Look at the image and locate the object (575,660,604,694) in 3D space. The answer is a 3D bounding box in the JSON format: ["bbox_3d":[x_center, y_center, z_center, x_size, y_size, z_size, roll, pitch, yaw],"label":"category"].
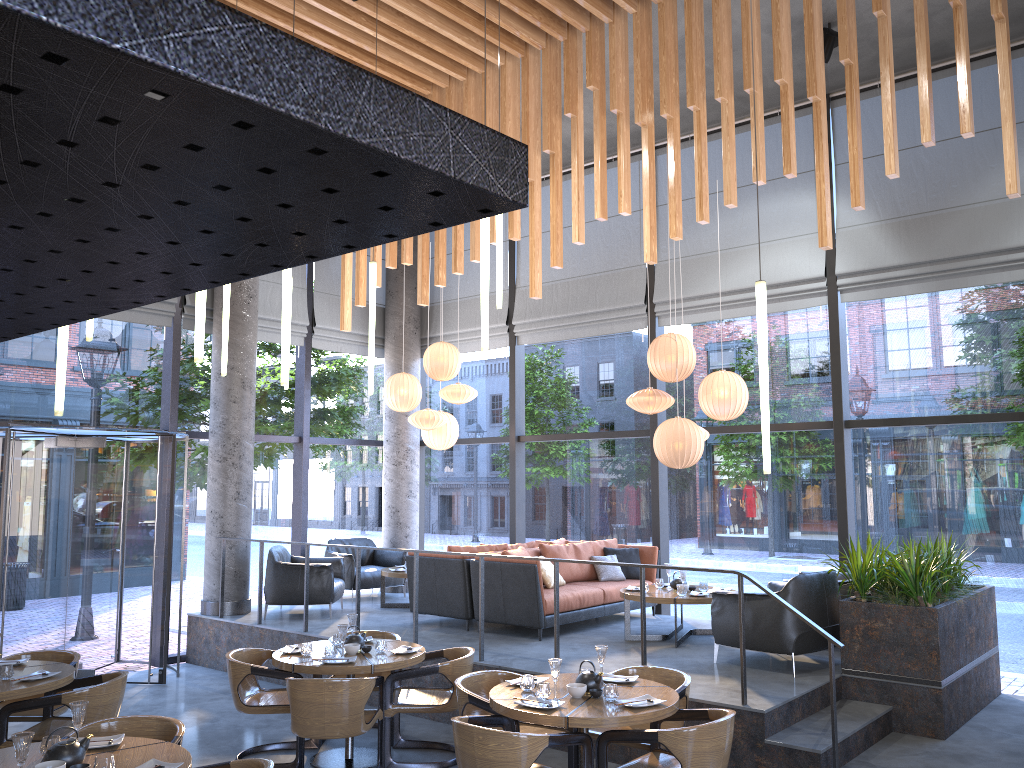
[{"bbox_3d":[0.452,1.709,5.186,0.163,0.179,0.168,-1,-6,4],"label":"object"}]

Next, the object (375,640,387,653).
[{"bbox_3d":[-0.945,1.898,6.405,0.086,0.086,0.086,6,-9,-42],"label":"object"}]

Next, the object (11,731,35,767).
[{"bbox_3d":[-1.938,1.499,3.501,0.082,0.227,0.082,4,-7,-30],"label":"object"}]

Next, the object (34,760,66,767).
[{"bbox_3d":[-1.898,1.597,3.643,0.116,0.065,0.116,-3,-7,24],"label":"object"}]

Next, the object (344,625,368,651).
[{"bbox_3d":[-1.159,1.864,6.513,0.163,0.179,0.168,-1,-7,5],"label":"object"}]

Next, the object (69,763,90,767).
[{"bbox_3d":[-1.802,1.615,3.696,0.080,0.042,0.080,-3,-7,25],"label":"object"}]

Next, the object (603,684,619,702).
[{"bbox_3d":[0.554,1.731,4.970,0.086,0.086,0.086,0,-6,-3],"label":"object"}]

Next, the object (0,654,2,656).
[{"bbox_3d":[-3.382,1.772,5.664,0.168,0.179,0.163,0,-6,2],"label":"object"}]

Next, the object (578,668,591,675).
[{"bbox_3d":[0.445,1.782,5.412,0.086,0.086,0.086,-3,-7,26],"label":"object"}]

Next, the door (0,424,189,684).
[{"bbox_3d":[-4.483,1.730,8.980,2.186,2.526,2.186,4,-8,-30],"label":"door"}]

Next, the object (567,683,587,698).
[{"bbox_3d":[0.370,1.753,5.060,0.116,0.065,0.116,0,-6,1],"label":"object"}]

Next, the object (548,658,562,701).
[{"bbox_3d":[0.243,1.661,4.977,0.082,0.227,0.082,-1,-7,9],"label":"object"}]

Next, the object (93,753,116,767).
[{"bbox_3d":[-1.697,1.591,3.688,0.086,0.086,0.086,0,-6,3],"label":"object"}]

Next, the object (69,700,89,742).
[{"bbox_3d":[-1.962,1.556,4.007,0.082,0.227,0.082,-4,-8,33],"label":"object"}]

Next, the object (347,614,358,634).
[{"bbox_3d":[-1.211,1.863,6.724,0.082,0.227,0.082,-3,-7,21],"label":"object"}]

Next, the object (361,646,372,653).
[{"bbox_3d":[-1.051,1.921,6.413,0.080,0.042,0.080,-3,-7,25],"label":"object"}]

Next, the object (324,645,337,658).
[{"bbox_3d":[-1.272,1.876,6.207,0.086,0.086,0.086,-3,-7,26],"label":"object"}]

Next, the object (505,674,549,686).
[{"bbox_3d":[0.078,1.812,5.396,0.170,0.025,0.294,-5,-8,37],"label":"object"}]

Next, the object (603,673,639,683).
[{"bbox_3d":[0.620,1.821,5.484,0.294,0.025,0.170,-3,-7,24],"label":"object"}]

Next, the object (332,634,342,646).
[{"bbox_3d":[-1.310,1.930,6.681,0.086,0.086,0.086,1,-7,-13],"label":"object"}]

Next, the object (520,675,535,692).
[{"bbox_3d":[0.091,1.760,5.213,0.086,0.086,0.086,3,-7,-25],"label":"object"}]

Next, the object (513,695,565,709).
[{"bbox_3d":[0.127,1.752,4.874,0.294,0.025,0.170,-5,-8,36],"label":"object"}]

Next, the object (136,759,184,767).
[{"bbox_3d":[-1.534,1.622,3.692,0.170,0.025,0.294,-3,-7,20],"label":"object"}]

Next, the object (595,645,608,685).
[{"bbox_3d":[0.544,1.707,5.385,0.082,0.227,0.082,2,-7,-17],"label":"object"}]

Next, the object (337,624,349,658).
[{"bbox_3d":[-1.186,1.806,6.218,0.082,0.227,0.082,4,-7,-30],"label":"object"}]

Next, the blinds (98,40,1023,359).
[{"bbox_3d":[-1.501,-1.846,8.421,17.610,2.314,8.760,1,-7,-7],"label":"blinds"}]

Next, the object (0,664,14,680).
[{"bbox_3d":[-3.170,1.807,5.558,0.086,0.086,0.086,0,-6,-1],"label":"object"}]

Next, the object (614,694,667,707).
[{"bbox_3d":[0.685,1.751,4.871,0.294,0.025,0.170,4,-8,-31],"label":"object"}]

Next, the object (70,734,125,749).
[{"bbox_3d":[-1.973,1.673,4.128,0.294,0.025,0.170,2,-7,-15],"label":"object"}]

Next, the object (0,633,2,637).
[{"bbox_3d":[-3.436,1.772,5.876,0.082,0.227,0.082,-4,-8,33],"label":"object"}]

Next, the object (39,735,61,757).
[{"bbox_3d":[-2.062,1.623,3.964,0.086,0.086,0.086,1,-7,-13],"label":"object"}]

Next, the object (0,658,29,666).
[{"bbox_3d":[-3.447,1.889,5.998,0.294,0.025,0.170,2,-7,-15],"label":"object"}]

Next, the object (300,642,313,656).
[{"bbox_3d":[-1.459,1.888,6.304,0.086,0.086,0.086,2,-7,-19],"label":"object"}]

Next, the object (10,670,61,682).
[{"bbox_3d":[-3.007,1.838,5.562,0.170,0.025,0.294,-3,-7,20],"label":"object"}]

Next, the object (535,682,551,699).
[{"bbox_3d":[0.175,1.738,5.020,0.086,0.086,0.086,3,-7,-25],"label":"object"}]

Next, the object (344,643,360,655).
[{"bbox_3d":[-1.146,1.904,6.360,0.116,0.065,0.116,-1,-7,7],"label":"object"}]

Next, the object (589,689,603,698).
[{"bbox_3d":[0.479,1.762,5.041,0.080,0.042,0.080,3,-7,-26],"label":"object"}]

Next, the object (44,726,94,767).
[{"bbox_3d":[-1.910,1.557,3.796,0.163,0.179,0.168,-1,-7,5],"label":"object"}]
